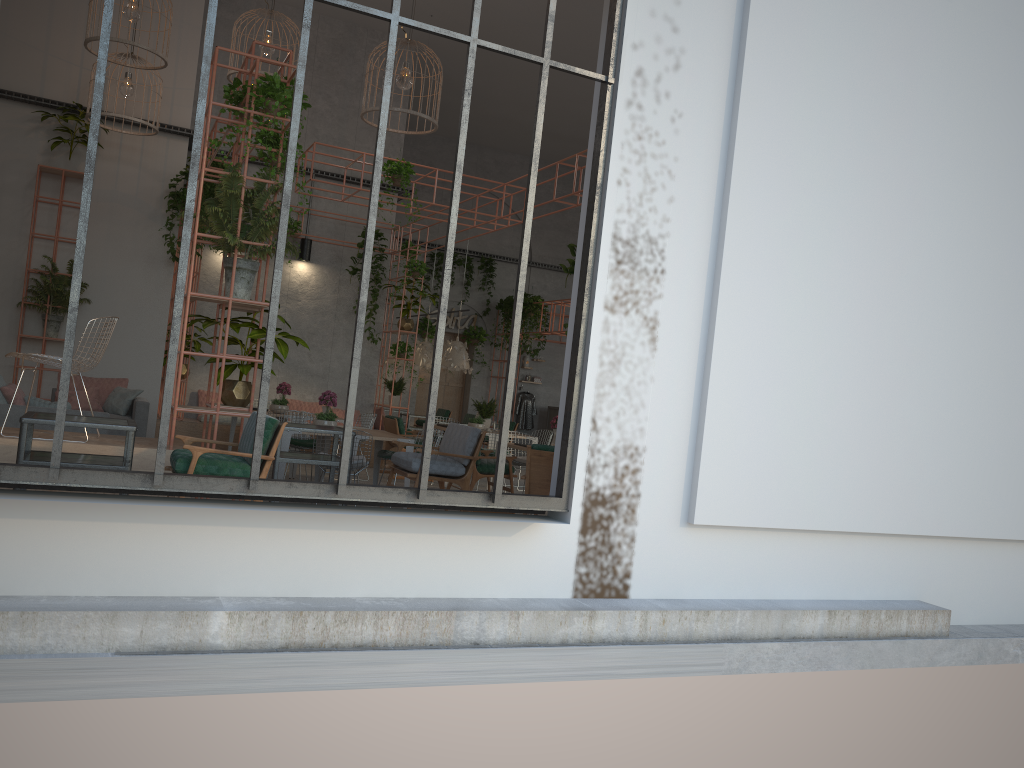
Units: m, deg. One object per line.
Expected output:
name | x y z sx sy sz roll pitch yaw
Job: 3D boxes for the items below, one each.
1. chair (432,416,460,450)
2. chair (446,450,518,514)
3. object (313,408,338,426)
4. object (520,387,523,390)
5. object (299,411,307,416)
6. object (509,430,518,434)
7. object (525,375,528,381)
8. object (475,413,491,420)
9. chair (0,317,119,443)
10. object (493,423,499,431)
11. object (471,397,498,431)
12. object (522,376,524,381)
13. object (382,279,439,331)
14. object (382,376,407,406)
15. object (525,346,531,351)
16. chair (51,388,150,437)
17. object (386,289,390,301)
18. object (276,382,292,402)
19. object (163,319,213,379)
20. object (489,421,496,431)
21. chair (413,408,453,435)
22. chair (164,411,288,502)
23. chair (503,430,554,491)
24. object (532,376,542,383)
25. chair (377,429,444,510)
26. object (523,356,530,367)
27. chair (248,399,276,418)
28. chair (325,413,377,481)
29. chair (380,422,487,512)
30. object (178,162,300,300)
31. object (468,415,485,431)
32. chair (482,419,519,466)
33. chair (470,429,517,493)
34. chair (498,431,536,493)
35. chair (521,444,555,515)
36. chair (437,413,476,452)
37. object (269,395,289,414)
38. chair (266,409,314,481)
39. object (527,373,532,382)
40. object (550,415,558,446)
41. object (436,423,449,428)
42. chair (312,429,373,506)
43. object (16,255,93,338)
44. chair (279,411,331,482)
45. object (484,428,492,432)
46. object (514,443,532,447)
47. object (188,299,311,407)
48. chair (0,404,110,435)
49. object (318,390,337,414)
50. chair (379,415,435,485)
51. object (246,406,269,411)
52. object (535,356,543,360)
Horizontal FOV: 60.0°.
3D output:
chair | -1.058 1.013 14.129 0.565 0.941 0.717 7 -1 -23
chair | -0.373 1.054 10.451 0.685 0.917 0.722 7 -1 -25
object | -1.934 0.368 9.215 0.247 0.247 0.252 7 -1 -25
object | 0.237 0.102 22.008 0.093 0.121 0.049 7 -1 -22
object | -2.820 0.387 11.991 0.115 0.078 0.115 7 -1 -19
object | -0.014 0.727 13.565 0.218 0.041 0.218 7 -1 -16
object | 0.355 -0.147 21.989 0.063 0.151 0.063 7 -1 -38
object | -0.448 0.555 13.634 0.241 0.313 0.241 6 -1 20
chair | -3.343 -0.073 6.539 0.717 0.941 0.565 7 -1 -16
object | -0.249 0.661 13.581 0.095 0.119 0.095 6 -1 0
object | -0.405 0.439 13.309 0.438 0.527 0.368 7 -1 -24
object | 0.289 -0.161 21.981 0.055 0.164 0.092 6 -1 -6
object | -1.664 -1.338 14.745 0.934 0.947 0.903 6 -1 27
object | -1.953 0.107 14.761 0.438 0.527 0.368 7 -1 -24
object | 0.395 -0.894 21.975 0.133 0.145 0.133 6 -1 27
chair | -5.142 0.460 10.999 1.127 0.672 1.052 7 -1 -25
object | -3.182 -1.934 20.047 0.900 1.101 0.894 6 -1 35
object | -3.204 0.176 12.420 0.213 0.414 0.225 7 -1 -32
object | -4.958 -0.539 13.307 0.934 0.919 0.903 6 -1 37
object | -0.368 0.637 13.761 0.165 0.154 0.210 7 -1 -35
chair | -1.806 1.004 19.961 0.685 0.930 0.722 7 -1 -25
chair | -1.927 0.639 5.862 0.685 0.929 0.722 7 -1 -25
chair | 0.231 1.152 13.705 0.717 0.941 0.565 7 -1 -28
object | 0.623 -0.109 22.122 0.219 0.149 0.129 7 -1 -25
chair | -1.187 0.955 10.045 0.717 0.941 0.565 7 -1 -28
object | 0.364 -0.591 21.981 0.136 0.336 0.145 6 -1 -10
chair | -3.609 0.717 12.956 0.565 0.941 0.717 7 -1 -23
chair | -2.319 0.856 12.532 0.717 0.941 0.565 7 -1 -28
chair | -0.695 0.796 7.711 0.685 0.929 0.722 7 -1 -25
object | -2.073 -1.202 6.906 0.894 1.101 0.900 6 -1 30
object | -0.516 0.565 12.875 0.248 0.247 0.254 7 -1 -25
chair | -0.355 1.131 16.774 0.685 0.929 0.722 7 -1 -25
chair | -0.282 1.082 12.443 0.565 0.941 0.717 6 -1 -8
chair | 0.110 1.116 11.604 0.565 0.941 0.717 7 -1 -23
chair | 0.455 0.915 6.383 0.722 0.917 0.685 6 -1 15
chair | -1.088 1.067 18.385 0.685 0.930 0.722 7 -1 -25
object | -3.066 0.268 11.702 0.248 0.247 0.254 7 -1 -25
chair | -2.833 0.785 11.270 0.565 0.941 0.717 6 -1 -8
object | 0.432 -0.164 22.033 0.081 0.204 0.081 7 -1 -24
object | 0.578 0.596 11.145 0.213 0.414 0.225 7 -1 -32
object | -0.935 0.630 13.253 0.268 0.031 0.427 7 -1 -25
chair | -1.700 0.884 8.782 0.565 0.941 0.717 6 -1 -8
object | -6.239 -1.181 12.106 0.894 1.097 0.900 6 -1 5
chair | -2.476 0.816 10.468 0.565 0.941 0.717 7 -1 -23
object | -0.350 0.674 13.127 0.115 0.078 0.115 7 -1 -19
object | 0.231 0.758 10.728 0.268 0.031 0.427 7 -1 -25
object | -2.189 -0.268 7.339 0.934 0.923 0.903 6 -1 32
chair | -4.396 0.471 8.395 1.056 0.586 1.127 7 -1 -25
object | -2.069 0.276 9.928 0.213 0.414 0.225 7 -1 -32
chair | -1.541 0.952 12.976 0.685 0.917 0.722 7 -1 -25
object | -3.486 0.334 12.080 0.268 0.031 0.427 7 -1 -25
object | 0.660 -0.657 22.121 0.263 0.101 0.013 7 -1 -25
